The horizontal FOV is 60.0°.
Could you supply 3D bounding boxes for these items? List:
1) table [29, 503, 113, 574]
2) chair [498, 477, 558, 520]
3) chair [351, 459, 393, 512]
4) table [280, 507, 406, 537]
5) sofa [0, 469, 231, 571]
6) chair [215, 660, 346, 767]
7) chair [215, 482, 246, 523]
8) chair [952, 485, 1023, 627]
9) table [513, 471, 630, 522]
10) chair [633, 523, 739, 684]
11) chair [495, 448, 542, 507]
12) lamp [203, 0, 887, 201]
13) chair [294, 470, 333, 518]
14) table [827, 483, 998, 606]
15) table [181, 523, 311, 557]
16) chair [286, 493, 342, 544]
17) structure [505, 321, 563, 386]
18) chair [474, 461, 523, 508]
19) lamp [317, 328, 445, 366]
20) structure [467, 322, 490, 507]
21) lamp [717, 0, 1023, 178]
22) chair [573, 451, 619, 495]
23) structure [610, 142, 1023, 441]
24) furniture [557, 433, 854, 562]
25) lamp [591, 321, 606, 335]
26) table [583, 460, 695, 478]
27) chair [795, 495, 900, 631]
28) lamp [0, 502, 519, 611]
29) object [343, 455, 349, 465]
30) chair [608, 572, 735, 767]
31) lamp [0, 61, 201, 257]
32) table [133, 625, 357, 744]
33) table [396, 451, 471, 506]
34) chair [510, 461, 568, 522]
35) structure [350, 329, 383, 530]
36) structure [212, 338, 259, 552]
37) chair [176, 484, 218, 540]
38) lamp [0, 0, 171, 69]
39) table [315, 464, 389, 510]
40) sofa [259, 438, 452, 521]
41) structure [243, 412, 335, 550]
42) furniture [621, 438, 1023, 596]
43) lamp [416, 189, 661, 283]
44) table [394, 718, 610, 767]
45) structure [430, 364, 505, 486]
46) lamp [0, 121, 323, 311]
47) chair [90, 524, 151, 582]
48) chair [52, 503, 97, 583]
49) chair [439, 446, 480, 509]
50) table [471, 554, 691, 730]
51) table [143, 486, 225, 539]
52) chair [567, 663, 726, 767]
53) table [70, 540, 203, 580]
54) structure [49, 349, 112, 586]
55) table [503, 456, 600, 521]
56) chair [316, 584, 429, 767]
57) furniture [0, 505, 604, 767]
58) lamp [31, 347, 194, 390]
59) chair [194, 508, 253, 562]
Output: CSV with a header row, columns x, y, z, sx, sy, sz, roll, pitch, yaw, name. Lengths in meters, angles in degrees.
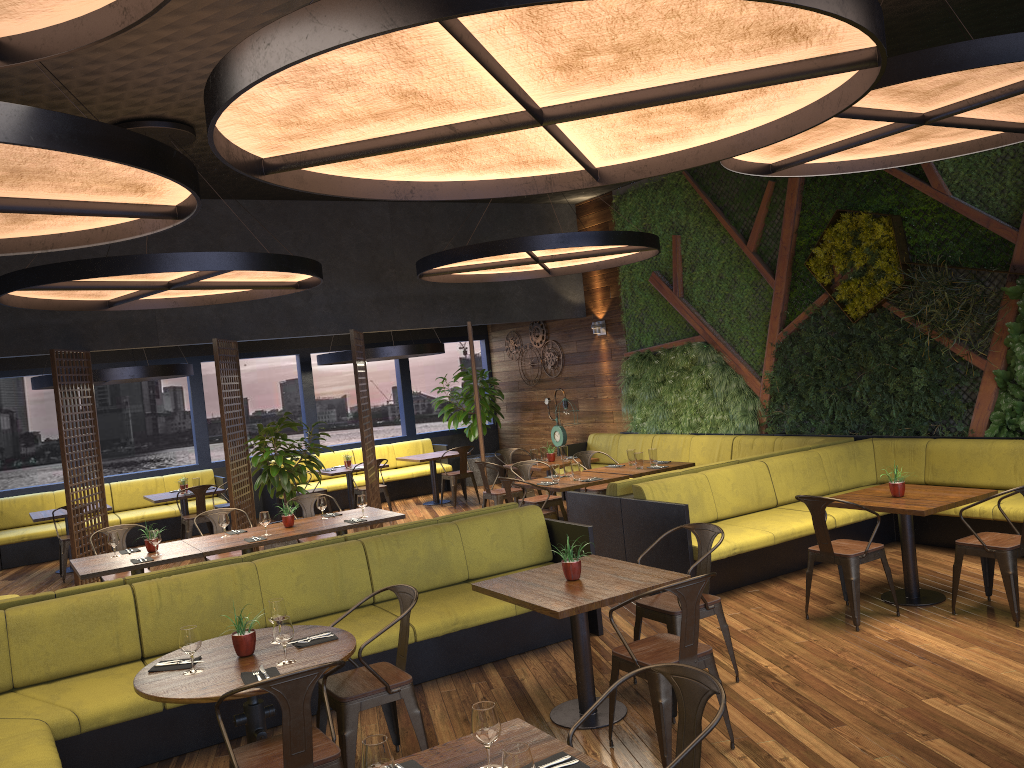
x,y,z,sx,sy,sz,roll,pitch,yaw,name
-5.638,1.999,11.398,0.887,0.763,0.906,-6,1,-31,table
0.175,1.371,9.097,0.541,0.917,0.504,-6,1,-31,chair
-2.026,1.532,12.788,0.504,0.917,0.541,-6,1,-31,chair
-1.555,1.638,8.307,0.906,0.763,0.887,-6,1,-31,table
-5.754,1.911,12.869,3.061,0.914,0.966,-6,1,-31,sofa
-0.923,1.571,3.652,0.504,0.917,0.541,-6,1,-31,chair
-3.908,1.728,12.444,0.541,0.917,0.504,-6,1,-31,chair
3.320,1.104,6.008,0.504,0.917,0.541,-6,1,-31,chair
0.657,1.395,9.474,0.887,0.763,0.906,-6,1,-31,table
1.037,1.345,5.374,0.541,0.917,0.504,-6,1,-31,chair
0.087,1.332,12.004,0.504,0.917,0.541,-6,1,-31,chair
0.060,-1.830,3.856,2.778,1.475,2.778,-5,1,18,lamp
-2.990,1.625,13.074,0.541,0.917,0.504,-6,1,-31,chair
2.961,1.210,6.610,0.887,0.763,0.906,-6,1,-31,table
-2.321,1.723,7.834,0.906,0.763,0.887,-6,1,-31,table
-1.960,1.588,8.963,0.504,0.917,0.541,-6,1,-31,chair
0.343,-0.552,15.495,0.058,1.178,1.791,-6,1,-31,structure
-0.145,1.372,10.988,0.541,0.917,0.504,-6,1,-31,chair
-2.142,-1.468,13.840,1.979,2.172,1.979,-5,1,44,lamp
-0.468,0.484,12.585,0.050,2.700,0.852,-6,1,-1,structure
2.762,-2.317,6.049,2.778,1.159,2.778,-7,1,-41,lamp
1.041,1.260,10.512,0.504,0.917,0.541,-6,1,-31,chair
3.931,-0.861,9.467,0.918,4.593,9.182,-6,1,-32,structure
1.168,1.249,10.535,3.378,0.916,4.755,-6,1,-31,furniture
1.315,-0.861,13.736,0.189,0.215,0.215,-6,1,-31,lamp
1.450,1.307,9.958,0.887,0.763,0.906,-6,1,-31,table
2.332,1.200,6.252,0.541,0.917,0.504,-6,1,-31,chair
-4.527,0.994,6.064,9.057,2.714,3.017,-6,1,-31,lamp
-2.519,1.175,13.534,0.102,0.178,0.102,-5,1,44,object
0.780,1.386,4.459,0.504,0.917,0.541,-6,1,-31,chair
-2.990,-1.526,4.129,2.778,1.475,2.778,-6,1,-27,lamp
-1.207,1.670,4.196,1.007,0.760,1.007,-6,1,6,table
-1.219,1.509,14.094,0.887,0.763,0.906,-6,1,-31,table
0.303,1.342,10.062,0.504,0.917,0.541,-6,1,-31,chair
-1.913,0.645,11.703,0.050,2.700,0.852,-6,1,-1,structure
-3.357,0.805,10.822,0.050,2.700,0.852,-6,1,-1,structure
-4.069,1.759,11.541,0.504,0.917,0.541,-6,1,-31,chair
-2.219,-1.747,2.030,2.778,1.159,2.778,-5,1,19,lamp
-2.410,1.641,13.372,0.906,0.763,0.887,-6,1,-31,table
-2.534,1.553,14.834,3.061,0.914,0.966,-6,1,-31,sofa
-2.671,1.214,10.458,0.993,1.763,1.166,-5,1,29,structure
3.565,1.073,6.571,3.372,0.914,4.503,-6,1,-31,furniture
0.234,-2.027,10.153,2.778,1.362,2.778,-5,1,23,lamp
-0.093,1.585,2.527,0.906,0.763,0.887,-6,1,-31,table
-0.652,0.709,15.822,1.493,2.184,1.272,-6,1,-31,structure
-3.220,-1.569,8.136,2.778,1.475,2.778,-6,1,-31,lamp
-3.496,1.759,8.026,0.504,0.917,0.541,-6,1,-31,chair
-5.284,1.894,10.800,0.504,0.917,0.541,-6,1,-31,chair
-0.811,1.397,13.529,0.504,0.917,0.541,-6,1,-31,chair
0.412,1.493,5.055,0.887,0.763,0.906,-6,1,-31,table
-4.450,1.867,12.128,0.906,0.763,0.887,-6,1,-31,table
0.449,1.445,2.892,0.541,0.917,0.504,-6,1,-31,chair
-3.091,1.809,7.364,0.906,0.763,0.887,-6,1,-31,table
-4.802,0.966,9.940,0.050,2.700,0.852,-6,1,-1,structure
0.531,1.377,11.374,0.887,0.763,0.906,-6,1,-31,table
-0.709,1.535,4.508,0.541,0.917,0.504,-6,1,-31,chair
-1.350,1.593,5.143,4.895,0.914,7.462,-6,1,-36,furniture
-5.412,-1.103,11.845,1.979,2.172,1.979,-6,1,14,lamp
-2.725,1.673,8.496,0.504,0.917,0.541,-6,1,-31,chair
